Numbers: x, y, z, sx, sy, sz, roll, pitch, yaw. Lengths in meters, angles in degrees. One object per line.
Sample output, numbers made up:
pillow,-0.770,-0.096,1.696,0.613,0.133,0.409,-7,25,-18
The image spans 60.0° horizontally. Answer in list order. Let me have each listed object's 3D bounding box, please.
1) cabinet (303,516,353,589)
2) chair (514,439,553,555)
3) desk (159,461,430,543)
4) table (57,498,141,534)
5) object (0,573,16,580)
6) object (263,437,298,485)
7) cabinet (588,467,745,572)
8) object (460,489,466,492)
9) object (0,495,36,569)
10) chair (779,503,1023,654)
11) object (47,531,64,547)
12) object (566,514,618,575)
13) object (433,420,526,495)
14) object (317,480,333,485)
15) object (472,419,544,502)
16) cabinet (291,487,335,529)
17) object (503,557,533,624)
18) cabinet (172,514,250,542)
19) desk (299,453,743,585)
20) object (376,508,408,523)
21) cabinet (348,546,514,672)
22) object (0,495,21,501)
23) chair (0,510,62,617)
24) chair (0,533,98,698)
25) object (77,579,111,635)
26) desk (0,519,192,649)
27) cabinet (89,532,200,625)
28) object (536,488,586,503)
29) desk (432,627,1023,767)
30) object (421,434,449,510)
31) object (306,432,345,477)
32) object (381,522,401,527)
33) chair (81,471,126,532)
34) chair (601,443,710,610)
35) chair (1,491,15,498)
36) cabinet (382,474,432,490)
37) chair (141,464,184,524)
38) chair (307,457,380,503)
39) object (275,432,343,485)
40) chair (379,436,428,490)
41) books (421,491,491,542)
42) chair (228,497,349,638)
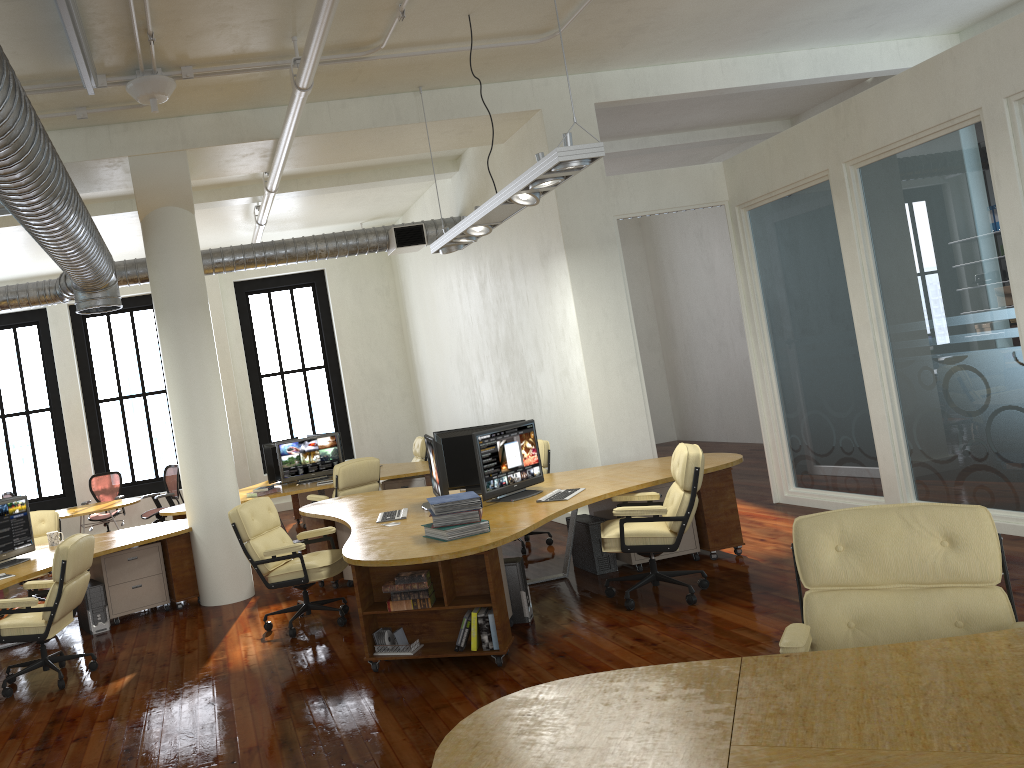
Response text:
cabinet,-1.262,1.446,8.168,0.800,0.709,0.977,-9,0,-45
chair,-0.030,1.082,8.584,0.705,1.021,0.787,-9,-1,-45
desk,-2.484,1.577,11.686,3.815,0.734,3.578,-9,1,-8
table,-5.938,2.123,12.528,1.554,0.745,1.413,-9,0,12
object,-4.084,1.521,6.808,0.252,0.016,0.430,-9,1,40
object,-2.963,1.004,11.510,0.315,0.552,0.744,-10,0,23
cabinet,1.191,1.063,7.236,0.856,0.709,0.921,-9,0,-15
object,-0.196,0.882,7.692,0.505,0.016,0.215,-9,1,18
object,-4.408,1.290,7.639,0.307,0.552,0.764,-9,0,12
chair,1.290,0.947,2.863,0.776,1.021,0.717,-9,0,25
object,-4.432,1.497,8.596,0.118,0.131,0.131,-9,0,26
object,0.642,1.302,7.246,0.172,0.411,0.501,-9,0,-18
object,-0.235,0.620,7.375,0.868,0.552,0.269,-9,-1,23
object,-2.079,1.147,10.509,0.475,0.016,0.229,-9,1,-1
object,-0.011,0.592,6.795,0.320,0.552,0.730,-10,0,40
cabinet,-2.733,1.621,12.728,0.866,0.709,0.911,-9,0,-10
object,-0.134,1.442,6.156,0.510,0.411,0.169,-9,-1,19
cabinet,-3.413,1.761,10.518,0.807,0.709,0.970,-9,0,-40
desk,-0.474,1.311,7.342,3.514,0.734,3.849,-10,1,-44
object,-0.920,1.010,6.831,0.230,0.016,0.473,-9,1,-3
cabinet,-0.441,1.347,5.711,0.938,0.709,0.838,-9,0,16
object,-4.844,1.354,8.117,0.808,0.552,0.290,-9,-1,0
chair,-5.132,1.895,9.369,0.712,1.021,0.787,-9,0,-5
chair,-3.433,1.660,6.491,0.777,1.021,0.721,-9,0,-4
object,-3.806,2.009,8.028,0.165,0.411,0.523,-9,0,-36
desk,-5.008,2.035,7.959,3.786,0.734,3.584,-9,1,24
cabinet,-3.553,1.811,8.491,0.809,0.709,0.967,-9,0,-37
object,0.362,0.808,6.483,0.248,0.016,0.438,-9,1,24
desk,2.244,0.950,1.633,3.184,0.734,4.251,-10,1,-38
object,-0.618,0.687,7.039,0.287,0.552,0.818,-9,0,-9
object,-2.420,0.916,11.574,0.264,0.552,0.885,-9,0,-41
object,-0.875,1.010,6.393,0.103,0.015,0.144,-10,1,-27
chair,-6.151,1.937,13.497,0.718,1.158,0.768,-9,-1,-6
chair,0.963,0.956,6.114,0.816,1.021,0.686,-9,0,11
chair,-6.769,2.050,12.525,0.741,1.158,0.745,-9,-1,-11
cabinet,-0.991,1.369,10.645,0.954,0.709,0.823,-9,0,21
chair,-7.244,2.157,10.255,1.041,1.158,7.161,-10,0,44
chair,-1.869,1.360,9.973,0.648,1.021,0.857,-9,-1,-45
object,-2.501,0.937,11.015,0.768,0.552,0.305,-9,-1,-16
chair,-1.458,1.265,12.097,0.763,1.021,0.734,-9,0,-9
books,-0.372,0.833,5.589,0.414,0.227,0.461,-9,0,-4
chair,-1.691,1.373,6.914,0.827,1.021,0.675,-9,0,16
